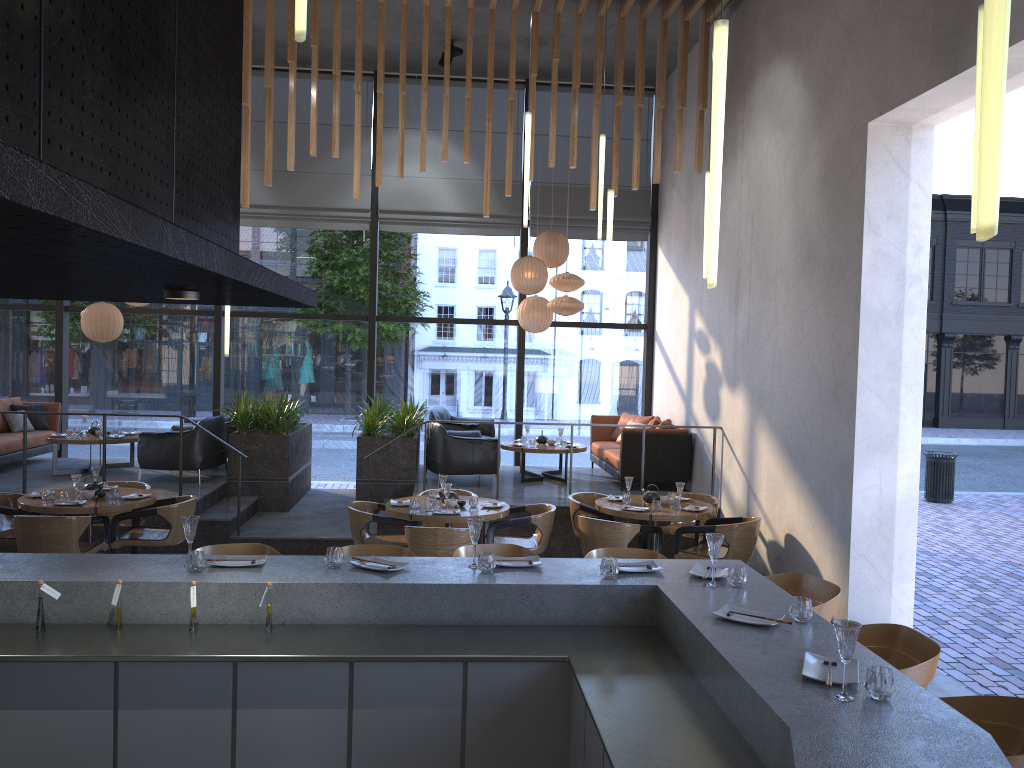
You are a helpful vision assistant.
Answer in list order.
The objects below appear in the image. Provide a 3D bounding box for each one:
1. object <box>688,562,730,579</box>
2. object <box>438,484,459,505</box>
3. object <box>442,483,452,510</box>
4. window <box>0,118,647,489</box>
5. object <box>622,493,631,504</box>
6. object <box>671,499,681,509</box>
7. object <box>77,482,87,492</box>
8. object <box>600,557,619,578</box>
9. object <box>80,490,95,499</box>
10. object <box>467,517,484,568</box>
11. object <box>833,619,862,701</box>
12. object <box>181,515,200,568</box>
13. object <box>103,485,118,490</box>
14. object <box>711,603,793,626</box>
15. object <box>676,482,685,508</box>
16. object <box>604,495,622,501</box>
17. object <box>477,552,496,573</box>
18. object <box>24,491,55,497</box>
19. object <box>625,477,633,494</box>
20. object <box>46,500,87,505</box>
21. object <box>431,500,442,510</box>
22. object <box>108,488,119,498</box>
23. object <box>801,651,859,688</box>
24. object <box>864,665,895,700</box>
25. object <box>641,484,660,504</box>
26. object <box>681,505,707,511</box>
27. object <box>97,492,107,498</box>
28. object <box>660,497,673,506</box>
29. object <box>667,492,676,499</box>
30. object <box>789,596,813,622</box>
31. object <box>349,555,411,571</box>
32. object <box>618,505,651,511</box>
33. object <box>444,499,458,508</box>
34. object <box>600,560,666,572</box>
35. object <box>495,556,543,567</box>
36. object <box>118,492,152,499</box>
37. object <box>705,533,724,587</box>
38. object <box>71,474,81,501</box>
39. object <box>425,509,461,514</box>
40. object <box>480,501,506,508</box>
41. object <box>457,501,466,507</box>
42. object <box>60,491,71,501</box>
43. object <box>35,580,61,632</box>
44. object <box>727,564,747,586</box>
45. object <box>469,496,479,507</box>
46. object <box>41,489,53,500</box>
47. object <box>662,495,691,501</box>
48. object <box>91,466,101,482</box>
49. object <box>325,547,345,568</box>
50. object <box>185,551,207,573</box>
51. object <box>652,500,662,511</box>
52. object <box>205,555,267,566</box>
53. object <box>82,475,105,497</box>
[{"bbox_3d":[0.919,0.880,4.134,0.170,0.025,0.294,2,2,21],"label":"object"},{"bbox_3d":[-0.556,0.979,7.868,0.168,0.179,0.163,3,2,33],"label":"object"},{"bbox_3d":[-0.555,0.965,7.566,0.082,0.227,0.082,0,2,-35],"label":"object"},{"bbox_3d":[-3.494,-1.139,5.750,12.739,5.897,12.900,1,2,-5],"label":"window"},{"bbox_3d":[1.060,1.059,8.198,0.086,0.086,0.086,2,2,18],"label":"object"},{"bbox_3d":[1.469,1.079,7.953,0.086,0.086,0.086,1,2,-29],"label":"object"},{"bbox_3d":[-3.849,0.929,7.948,0.086,0.086,0.086,1,2,-18],"label":"object"},{"bbox_3d":[0.445,0.838,4.047,0.086,0.086,0.086,2,2,16],"label":"object"},{"bbox_3d":[-3.656,0.956,7.643,0.116,0.065,0.116,0,3,-43],"label":"object"},{"bbox_3d":[-0.175,0.746,4.169,0.082,0.227,0.082,3,2,30],"label":"object"},{"bbox_3d":[1.003,0.831,2.664,0.082,0.227,0.082,0,2,-33],"label":"object"},{"bbox_3d":[-1.460,0.714,4.024,0.082,0.227,0.082,3,2,30],"label":"object"},{"bbox_3d":[-3.778,0.956,8.125,0.294,0.025,0.170,1,2,-20],"label":"object"},{"bbox_3d":[0.939,0.904,3.430,0.294,0.025,0.170,3,2,33],"label":"object"},{"bbox_3d":[1.519,1.008,8.022,0.082,0.227,0.082,2,2,17],"label":"object"},{"bbox_3d":[0.973,1.082,8.369,0.170,0.025,0.294,2,2,21],"label":"object"},{"bbox_3d":[-0.117,0.821,4.080,0.086,0.086,0.086,1,2,-5],"label":"object"},{"bbox_3d":[-4.103,0.962,7.683,0.170,0.025,0.294,1,2,-7],"label":"object"},{"bbox_3d":[1.091,0.986,8.297,0.082,0.227,0.082,0,2,-33],"label":"object"},{"bbox_3d":[-3.701,0.985,7.341,0.294,0.025,0.170,1,2,-8],"label":"object"},{"bbox_3d":[-0.642,1.033,7.557,0.086,0.086,0.086,2,2,20],"label":"object"},{"bbox_3d":[-3.460,0.949,7.706,0.086,0.086,0.086,3,3,43],"label":"object"},{"bbox_3d":[1.023,0.927,2.849,0.170,0.025,0.294,2,2,21],"label":"object"},{"bbox_3d":[1.110,0.904,2.678,0.086,0.086,0.086,2,2,23],"label":"object"},{"bbox_3d":[1.291,1.019,8.218,0.168,0.179,0.163,2,2,-1],"label":"object"},{"bbox_3d":[1.615,1.116,7.914,0.170,0.025,0.294,3,2,33],"label":"object"},{"bbox_3d":[-3.566,0.968,7.707,0.080,0.042,0.080,2,2,19],"label":"object"},{"bbox_3d":[1.416,1.082,8.145,0.116,0.065,0.116,2,2,21],"label":"object"},{"bbox_3d":[1.497,1.067,8.334,0.086,0.086,0.086,1,2,-11],"label":"object"},{"bbox_3d":[1.126,0.878,3.453,0.086,0.086,0.086,1,2,-29],"label":"object"},{"bbox_3d":[-0.633,0.836,4.122,0.294,0.025,0.170,3,2,33],"label":"object"},{"bbox_3d":[1.094,1.104,7.834,0.294,0.025,0.170,3,2,33],"label":"object"},{"bbox_3d":[-0.532,1.042,7.723,0.116,0.065,0.116,1,2,-26],"label":"object"},{"bbox_3d":[0.559,0.867,4.196,0.294,0.025,0.170,1,2,-12],"label":"object"},{"bbox_3d":[-0.007,0.850,4.235,0.294,0.025,0.170,1,2,-6],"label":"object"},{"bbox_3d":[-3.300,0.983,7.730,0.170,0.025,0.294,2,2,15],"label":"object"},{"bbox_3d":[0.900,0.784,3.950,0.082,0.227,0.082,0,2,-33],"label":"object"},{"bbox_3d":[-3.679,0.879,7.485,0.082,0.227,0.082,0,2,-35],"label":"object"},{"bbox_3d":[-0.577,1.071,7.421,0.294,0.025,0.170,1,2,-8],"label":"object"},{"bbox_3d":[-0.175,1.069,7.810,0.170,0.025,0.294,2,2,15],"label":"object"},{"bbox_3d":[-0.442,1.054,7.787,0.080,0.042,0.080,0,3,-41],"label":"object"},{"bbox_3d":[-3.766,0.948,7.477,0.086,0.086,0.086,2,2,20],"label":"object"},{"bbox_3d":[-1.914,0.905,3.648,0.048,0.203,0.096,3,3,40],"label":"object"},{"bbox_3d":[1.006,0.857,3.963,0.086,0.086,0.086,2,2,23],"label":"object"},{"bbox_3d":[-0.336,1.034,7.786,0.086,0.086,0.086,2,2,-2],"label":"object"},{"bbox_3d":[-3.962,0.940,7.557,0.086,0.086,0.086,2,2,21],"label":"object"},{"bbox_3d":[1.585,1.096,8.472,0.170,0.025,0.294,0,2,-34],"label":"object"},{"bbox_3d":[-3.751,0.860,7.990,0.082,0.227,0.082,3,2,28],"label":"object"},{"bbox_3d":[-0.819,0.801,4.094,0.086,0.086,0.086,1,2,-29],"label":"object"},{"bbox_3d":[-1.403,0.790,3.935,0.086,0.086,0.086,1,2,-5],"label":"object"},{"bbox_3d":[1.281,1.077,7.857,0.086,0.086,0.086,0,2,-33],"label":"object"},{"bbox_3d":[-1.292,0.819,4.090,0.294,0.025,0.170,1,2,-6],"label":"object"},{"bbox_3d":[-3.680,0.893,7.784,0.163,0.179,0.168,0,3,-41],"label":"object"}]
